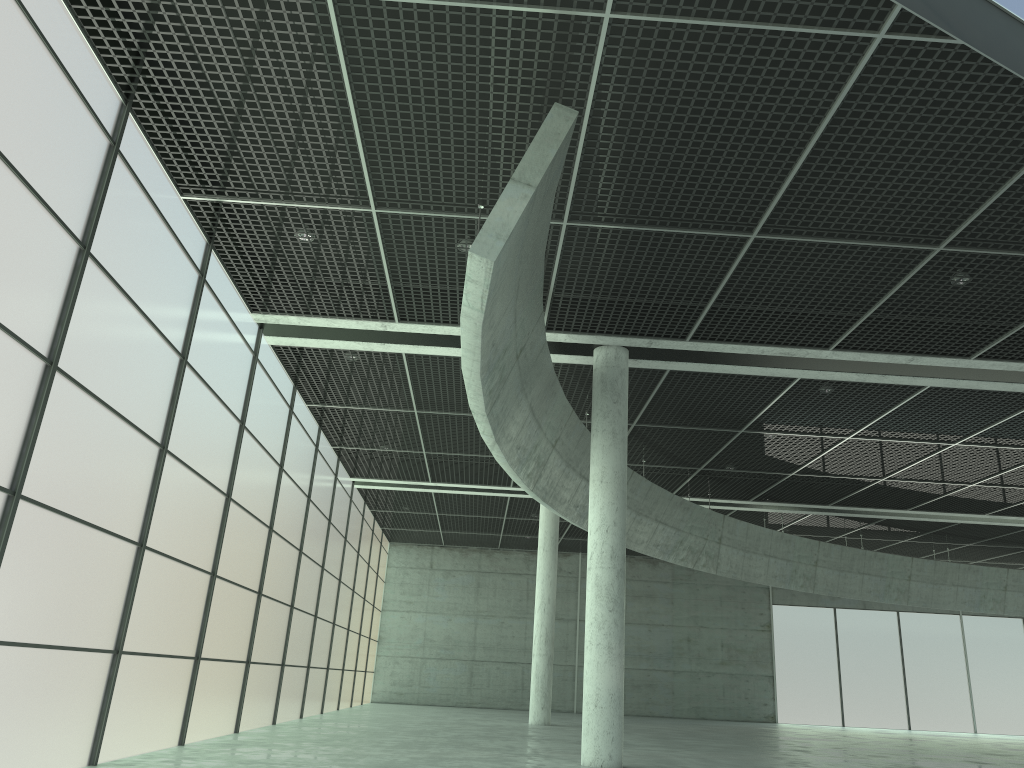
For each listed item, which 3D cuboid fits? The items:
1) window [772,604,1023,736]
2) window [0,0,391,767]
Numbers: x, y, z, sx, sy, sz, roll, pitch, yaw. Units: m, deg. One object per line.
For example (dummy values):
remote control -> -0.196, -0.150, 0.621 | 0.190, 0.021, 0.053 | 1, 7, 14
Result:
window -> 38.686, 27.243, 75.257 | 33.345, 10.664, 0.160 | 4, -20, -2
window -> 40.954, 7.383, 29.378 | 100.234, 16.083, 100.097 | 4, -20, -1
